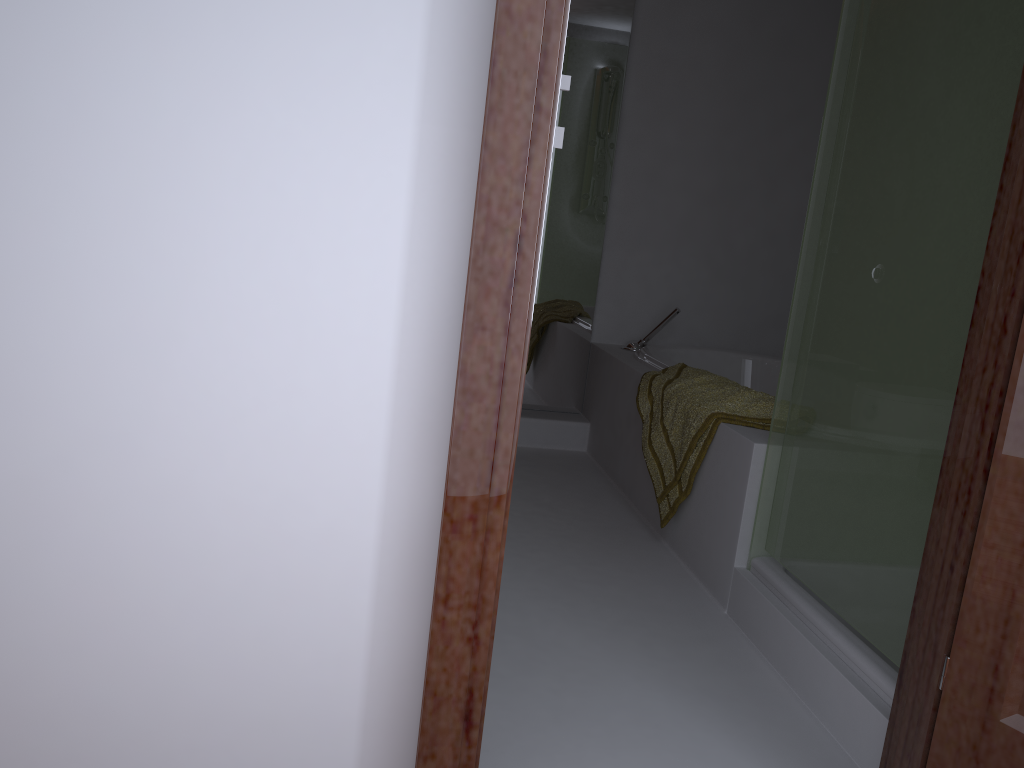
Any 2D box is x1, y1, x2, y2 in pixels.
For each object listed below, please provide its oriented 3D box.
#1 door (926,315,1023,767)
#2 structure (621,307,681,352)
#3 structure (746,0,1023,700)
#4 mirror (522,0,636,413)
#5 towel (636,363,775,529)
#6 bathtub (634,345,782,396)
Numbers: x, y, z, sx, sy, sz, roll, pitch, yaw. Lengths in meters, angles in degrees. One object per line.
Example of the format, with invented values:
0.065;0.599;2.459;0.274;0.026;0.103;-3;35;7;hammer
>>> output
0.893;-0.178;0.910;0.095;1.780;0.708;0;12;-33;door
0.594;-0.215;3.780;0.239;0.257;0.112;11;11;21;structure
1.249;-0.303;1.815;1.015;2.079;0.765;5;10;-9;structure
-0.271;-1.002;3.656;1.433;2.183;0.019;5;10;-9;mirror
0.617;0.206;2.785;0.349;0.452;0.890;4;10;-15;towel
0.964;0.200;3.170;0.881;0.424;1.683;5;10;-9;bathtub
